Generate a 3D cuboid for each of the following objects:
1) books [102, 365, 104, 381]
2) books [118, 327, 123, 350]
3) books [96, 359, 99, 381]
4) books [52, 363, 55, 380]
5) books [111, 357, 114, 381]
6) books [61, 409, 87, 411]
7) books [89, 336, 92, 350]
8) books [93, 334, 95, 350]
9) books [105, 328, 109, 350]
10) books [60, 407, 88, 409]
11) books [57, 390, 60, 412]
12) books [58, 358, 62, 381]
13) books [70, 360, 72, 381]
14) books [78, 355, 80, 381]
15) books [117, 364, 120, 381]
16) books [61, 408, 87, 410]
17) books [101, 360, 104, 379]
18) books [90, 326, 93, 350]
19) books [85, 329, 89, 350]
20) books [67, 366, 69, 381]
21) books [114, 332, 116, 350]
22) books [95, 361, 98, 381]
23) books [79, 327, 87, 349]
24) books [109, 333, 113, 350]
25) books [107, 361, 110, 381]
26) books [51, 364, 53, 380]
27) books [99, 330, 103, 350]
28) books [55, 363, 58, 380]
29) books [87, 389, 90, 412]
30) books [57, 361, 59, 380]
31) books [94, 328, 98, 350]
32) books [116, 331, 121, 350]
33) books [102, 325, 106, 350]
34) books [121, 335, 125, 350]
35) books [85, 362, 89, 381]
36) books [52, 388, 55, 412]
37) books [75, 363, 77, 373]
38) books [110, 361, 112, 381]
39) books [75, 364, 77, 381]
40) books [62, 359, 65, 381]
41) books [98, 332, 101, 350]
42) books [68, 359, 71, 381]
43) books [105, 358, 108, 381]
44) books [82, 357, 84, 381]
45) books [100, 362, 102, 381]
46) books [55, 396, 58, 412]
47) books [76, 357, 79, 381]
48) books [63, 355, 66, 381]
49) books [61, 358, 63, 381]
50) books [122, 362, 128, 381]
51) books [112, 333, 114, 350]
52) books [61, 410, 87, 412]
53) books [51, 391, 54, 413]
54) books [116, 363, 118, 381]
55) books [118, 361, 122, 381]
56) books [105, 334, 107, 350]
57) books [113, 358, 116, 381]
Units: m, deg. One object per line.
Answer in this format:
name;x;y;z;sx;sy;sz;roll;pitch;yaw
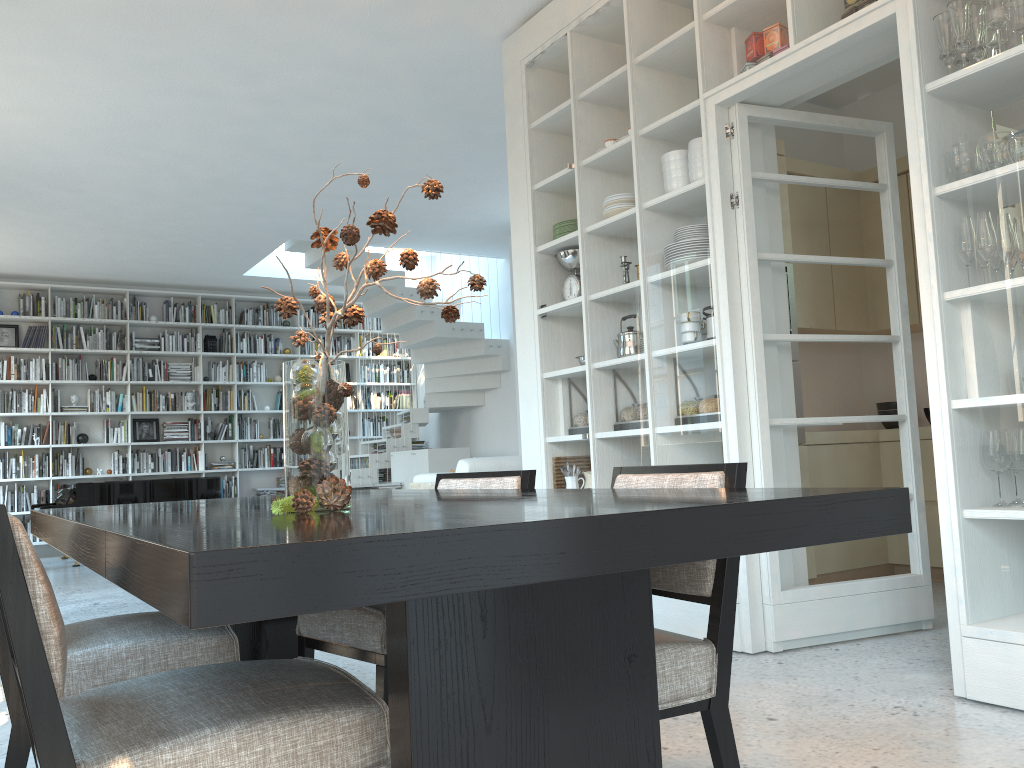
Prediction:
books;-4.912;-0.116;10.626;0.011;0.200;0.162;0;-5;-32
books;-4.762;-0.531;10.752;0.058;0.302;0.175;0;-5;-32
books;-4.963;-0.153;10.615;0.012;0.275;0.129;0;-5;-32
books;-5.361;-0.129;10.365;0.029;0.224;0.136;0;-5;-32
books;-4.817;-0.168;10.684;0.006;0.303;0.165;0;-5;-32
books;-5.151;0.306;10.426;0.254;0.012;0.161;1;-6;-37
books;-5.037;-0.471;10.581;0.028;0.179;0.168;0;-6;-32
books;-5.019;-0.484;10.623;0.024;0.212;0.128;0;-5;-32
books;-4.883;-0.523;10.701;0.022;0.290;0.146;0;-5;-32
books;-5.156;0.283;10.434;0.285;0.012;0.159;0;-6;-30
books;-5.295;0.210;10.355;0.021;0.277;0.136;0;-5;-32
books;-5.298;-0.158;10.383;0.026;0.279;0.151;0;-5;-32
books;-5.194;-0.145;10.426;0.012;0.251;0.184;0;-5;-32
books;-5.129;-0.176;10.499;0.004;0.320;0.153;0;-5;-32
books;-4.767;-0.122;10.719;0.024;0.216;0.142;0;-5;-32
books;-5.154;0.294;10.431;0.254;0.012;0.161;1;-6;-35
books;-4.910;-0.148;10.641;0.009;0.266;0.149;0;-5;-32
books;-5.023;-0.535;10.596;0.012;0.307;0.145;0;-5;-32
books;-5.065;-0.513;10.575;0.027;0.265;0.168;0;-5;-32
books;-5.228;-0.111;10.428;0.029;0.186;0.149;0;-5;-32
books;-4.817;-0.496;10.737;0.024;0.237;0.153;0;-5;-32
books;-4.966;-0.143;10.603;0.005;0.254;0.161;0;-5;-32
books;-5.101;-0.525;10.536;0.075;0.285;0.178;0;-5;-32
books;-4.848;-0.489;10.695;0.030;0.217;0.182;0;-5;-32
books;-4.845;-0.140;10.640;0.013;0.243;0.189;0;-5;-32
books;-5.366;-0.123;10.332;0.015;0.207;0.186;0;-6;-32
books;-4.939;-0.510;10.653;0.028;0.260;0.135;0;-5;-32
books;-5.338;-0.126;10.378;0.024;0.219;0.140;0;-5;-32
books;-5.021;0.207;10.512;0.012;0.285;0.159;0;-5;-32
books;-5.316;-0.138;10.377;0.012;0.239;0.134;0;-5;-32
books;-4.984;-0.522;10.633;0.026;0.286;0.138;0;-5;-32
books;-4.774;-0.511;10.743;0.055;0.263;0.167;0;-5;-32
books;-4.906;-0.537;10.661;0.011;0.313;0.183;0;-5;-32
books;-4.736;-0.483;10.792;0.028;0.211;0.134;0;-5;-32
books;-5.057;-0.132;10.537;0.031;0.232;0.148;0;-5;-32
books;-5.347;0.202;10.343;0.011;0.297;0.136;0;-5;-32
books;-5.156;-0.129;10.485;0.011;0.226;0.129;0;-5;-32
books;-4.836;-0.142;10.674;0.017;0.253;0.139;0;-5;-32
books;-5.152;-0.123;10.458;0.011;0.209;0.181;0;-5;-32
books;-5.265;-0.149;10.399;0.024;0.262;0.178;0;-5;-32
books;-4.950;-0.495;10.623;0.021;0.226;0.191;0;-5;-32
books;-5.202;-0.151;10.420;0.009;0.263;0.189;0;-5;-32
books;-4.883;-0.158;10.659;0.033;0.287;0.155;0;-5;-32
books;-5.087;-0.161;10.501;0.011;0.287;0.189;0;-5;-32
books;-4.916;-0.136;10.599;0.005;0.236;0.178;0;-5;-32
books;-5.320;0.244;10.342;0.034;0.209;0.136;0;-5;-32
books;-5.138;-0.163;10.477;0.011;0.291;0.177;0;-5;-32
books;-5.259;-0.175;10.421;0.011;0.317;0.155;0;-5;-32
books;-5.280;-0.157;10.389;0.012;0.276;0.157;0;-5;-32
books;-4.695;-0.135;10.728;0.064;0.236;0.209;0;-6;-32
books;-4.829;-0.491;10.712;0.022;0.222;0.161;0;-5;-32
books;-5.152;0.319;10.427;0.254;0.012;0.161;1;-6;-36
books;-5.351;0.220;10.317;0.024;0.257;0.134;0;-5;-32
books;-4.783;-0.129;10.710;0.011;0.229;0.166;0;-5;-32
books;-4.744;-0.143;10.725;0.022;0.257;0.155;0;-5;-32
books;-4.899;-0.485;10.684;0.024;0.213;0.150;0;-5;-32
books;-4.801;-0.157;10.689;0.022;0.284;0.190;0;-5;-32
